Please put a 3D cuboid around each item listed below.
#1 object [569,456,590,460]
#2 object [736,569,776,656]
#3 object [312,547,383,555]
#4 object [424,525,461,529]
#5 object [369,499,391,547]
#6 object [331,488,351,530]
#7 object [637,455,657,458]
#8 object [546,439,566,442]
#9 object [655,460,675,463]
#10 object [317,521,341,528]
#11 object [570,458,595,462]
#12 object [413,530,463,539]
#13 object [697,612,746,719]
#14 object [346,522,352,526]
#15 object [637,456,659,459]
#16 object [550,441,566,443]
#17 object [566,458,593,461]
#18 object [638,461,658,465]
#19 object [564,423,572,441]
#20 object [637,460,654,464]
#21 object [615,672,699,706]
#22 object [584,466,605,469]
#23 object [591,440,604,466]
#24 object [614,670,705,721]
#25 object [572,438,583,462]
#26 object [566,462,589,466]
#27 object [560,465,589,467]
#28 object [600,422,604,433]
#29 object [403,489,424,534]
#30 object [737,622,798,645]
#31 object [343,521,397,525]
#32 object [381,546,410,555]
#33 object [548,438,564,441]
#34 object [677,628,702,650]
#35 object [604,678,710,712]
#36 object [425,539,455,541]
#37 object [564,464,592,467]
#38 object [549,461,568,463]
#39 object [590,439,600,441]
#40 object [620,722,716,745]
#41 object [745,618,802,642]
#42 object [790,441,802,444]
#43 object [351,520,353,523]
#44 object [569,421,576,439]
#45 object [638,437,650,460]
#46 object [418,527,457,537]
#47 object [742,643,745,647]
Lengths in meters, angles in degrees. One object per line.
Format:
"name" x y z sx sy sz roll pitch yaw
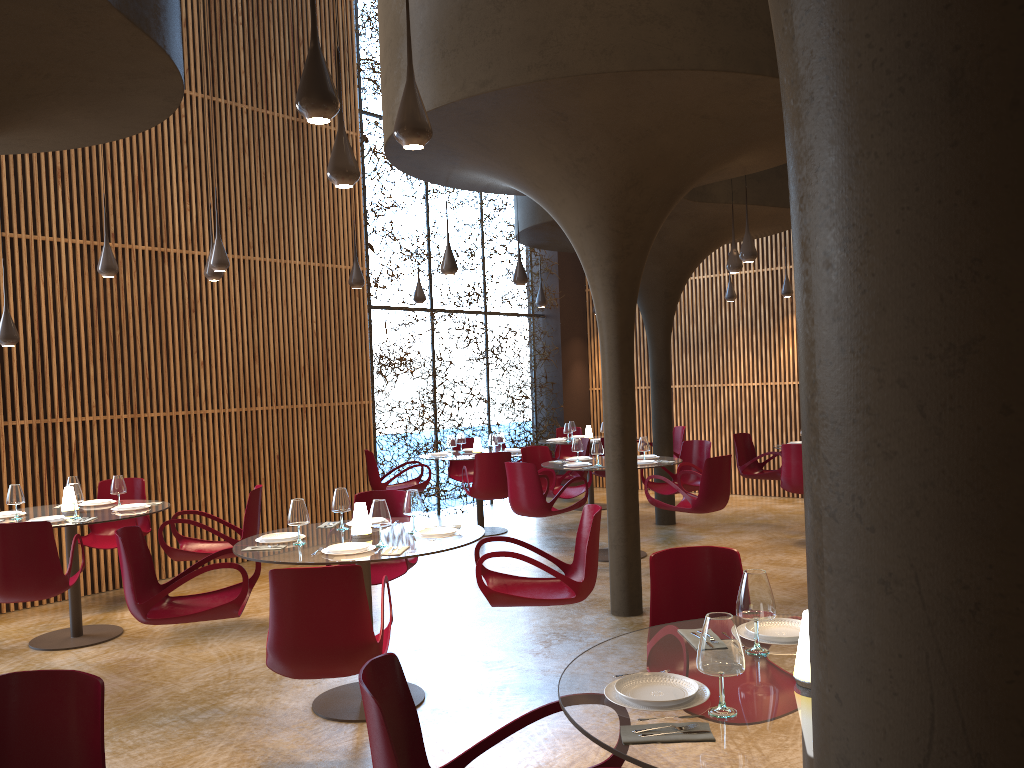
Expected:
"object" 0.835 0.926 11.001 0.263 0.029 0.263 -2 0 40
"object" 0.882 0.823 3.205 0.142 0.295 0.142 -2 1 5
"object" -1.017 1.031 5.500 0.410 0.012 0.204 -2 0 3
"object" -0.489 1.013 6.248 0.262 0.017 0.126 -2 0 -2
"object" -0.840 0.885 5.646 0.142 0.295 0.142 -2 1 -5
"object" -1.229 0.898 6.379 0.142 0.295 0.142 -3 1 -9
"object" 1.644 0.893 10.870 0.263 0.029 0.263 -2 0 40
"object" 0.728 0.927 14.544 0.332 0.014 0.331 -2 0 20
"object" 1.779 0.907 10.339 0.126 0.017 0.262 -2 0 -31
"object" -1.355 1.047 6.582 0.126 0.017 0.262 -2 0 3
"object" 0.838 0.937 11.004 0.410 0.012 0.204 -2 0 -39
"object" -0.496 1.007 5.945 0.331 0.014 0.332 -2 0 -28
"object" 0.623 0.836 2.642 0.142 0.295 0.142 -1 2 33
"object" -1.056 1.027 6.545 0.331 0.014 0.332 -2 0 -35
"object" 1.645 0.903 10.871 0.332 0.014 0.331 -2 0 21
"object" 0.742 0.935 14.242 0.262 0.017 0.126 -2 0 -6
"object" 0.835 0.935 11.001 0.331 0.014 0.332 -2 0 -25
"object" 1.510 0.911 10.201 0.331 0.014 0.332 -2 0 -21
"object" 0.910 0.784 14.401 0.142 0.295 0.142 -1 2 38
"object" 1.510 0.901 10.201 0.263 0.029 0.263 -2 0 -27
"object" 0.458 0.969 2.805 0.263 0.029 0.263 -2 0 -15
"object" 0.924 0.942 10.006 0.261 0.017 0.126 -2 0 -36
"object" 0.987 0.795 10.230 0.142 0.295 0.142 -1 2 31
"object" 0.457 0.980 2.810 0.204 0.012 0.410 -2 0 -4
"object" 0.797 0.801 10.766 0.142 0.295 0.142 -3 1 -13
"object" 0.761 0.931 10.261 0.263 0.029 0.263 -3 0 -42
"object" 0.758 0.942 10.264 0.204 0.012 0.411 -2 0 -40
"object" 1.497 0.760 14.287 0.142 0.295 0.142 -2 1 -2
"object" -0.679 0.877 6.092 0.142 0.295 0.142 -3 2 -37
"object" 1.029 0.954 3.394 0.331 0.014 0.332 -3 0 -43
"object" -1.051 1.028 6.546 0.410 0.012 0.204 -2 0 -1
"object" -0.715 1.025 5.443 0.126 0.017 0.262 -2 0 7
"object" 0.728 0.918 14.544 0.263 0.029 0.263 -2 0 26
"object" 0.727 0.973 3.386 0.126 0.017 0.262 -2 0 -5
"object" 0.458 0.979 2.805 0.332 0.014 0.331 -2 0 36
"object" -0.494 1.008 5.941 0.204 0.012 0.410 -2 0 -7
"object" 0.761 0.941 10.261 0.332 0.014 0.331 -2 0 32
"object" 0.576 0.954 10.846 0.126 0.017 0.262 -2 0 -34
"object" 1.347 0.894 14.117 0.263 0.029 0.263 -2 0 32
"object" 0.437 0.988 2.504 0.262 0.017 0.126 -2 0 1
"object" 1.028 0.944 3.394 0.263 0.029 0.263 -2 0 -15
"object" 3.895 0.798 11.999 0.263 0.029 0.263 -2 0 -15
"object" -1.056 1.018 6.545 0.263 0.029 0.263 -2 0 10
"object" 1.013 0.777 14.960 0.142 0.295 0.142 -1 2 40
"object" 1.553 0.771 10.425 0.142 0.295 0.142 -2 1 13
"object" -0.496 0.997 5.945 0.263 0.029 0.263 -2 0 -5
"object" 1.033 0.955 3.395 0.410 0.012 0.204 -2 0 -9
